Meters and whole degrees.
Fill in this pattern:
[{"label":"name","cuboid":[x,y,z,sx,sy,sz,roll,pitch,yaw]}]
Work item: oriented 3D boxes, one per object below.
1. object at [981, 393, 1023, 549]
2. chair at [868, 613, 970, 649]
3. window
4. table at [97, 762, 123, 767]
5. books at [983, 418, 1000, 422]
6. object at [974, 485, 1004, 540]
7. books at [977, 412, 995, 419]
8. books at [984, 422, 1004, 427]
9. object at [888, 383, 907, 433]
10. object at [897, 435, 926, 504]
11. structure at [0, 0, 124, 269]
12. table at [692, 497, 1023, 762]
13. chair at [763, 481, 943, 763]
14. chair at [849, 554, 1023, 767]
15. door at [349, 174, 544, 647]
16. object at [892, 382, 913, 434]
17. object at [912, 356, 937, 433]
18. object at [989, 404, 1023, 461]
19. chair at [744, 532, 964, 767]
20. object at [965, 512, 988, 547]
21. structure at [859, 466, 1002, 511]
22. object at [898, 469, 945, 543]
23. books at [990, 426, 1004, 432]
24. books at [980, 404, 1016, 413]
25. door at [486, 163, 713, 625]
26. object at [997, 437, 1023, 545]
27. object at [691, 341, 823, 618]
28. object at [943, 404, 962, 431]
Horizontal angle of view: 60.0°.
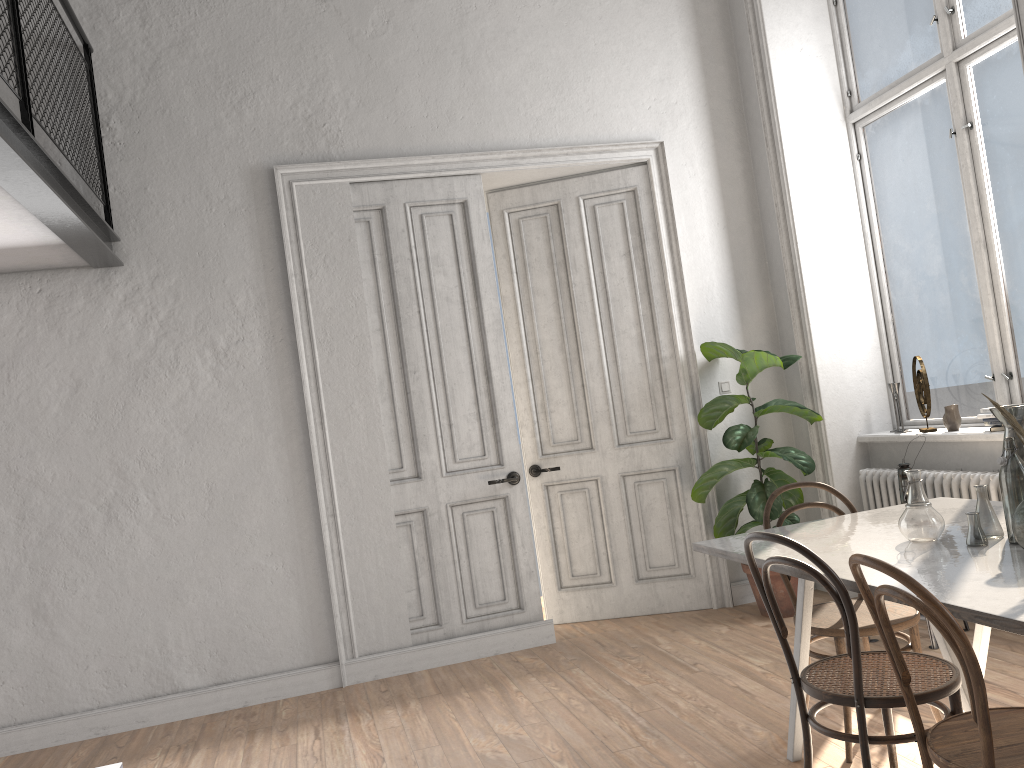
[{"label":"object","cuboid":[1.394,0.231,2.355,0.157,0.446,0.157,-8,-2,4]},{"label":"chair","cuboid":[1.958,0.980,4.368,0.360,0.522,0.364,-6,-3,-40]},{"label":"window","cuboid":[2.390,-1.243,4.623,0.013,2.842,1.623,-8,-2,-14]},{"label":"table","cuboid":[-1.567,1.463,2.403,0.849,0.392,0.849,-7,-2,-14]},{"label":"books","cuboid":[2.452,0.166,4.379,0.147,0.023,0.221,-8,-2,2]},{"label":"object","cuboid":[1.425,0.385,2.674,0.083,0.158,0.083,-7,-2,-18]},{"label":"books","cuboid":[2.438,0.147,4.375,0.155,0.020,0.205,-7,-2,-24]},{"label":"books","cuboid":[2.455,0.188,4.381,0.155,0.022,0.205,-8,-2,6]},{"label":"object","cuboid":[2.261,0.138,5.236,0.095,0.289,0.095,-9,-2,18]},{"label":"object","cuboid":[1.957,0.447,4.360,0.154,0.383,0.163,-6,-2,-40]},{"label":"structure","cuboid":[-3.494,-1.188,1.442,4.157,1.212,5.930,-7,-2,-14]},{"label":"table","cuboid":[1.515,0.833,2.378,1.100,0.779,2.201,-8,-2,-14]},{"label":"chair","cuboid":[1.256,0.838,3.321,0.438,0.920,0.549,-8,-2,-6]},{"label":"chair","cuboid":[1.118,0.805,2.003,0.549,0.920,0.438,-8,-2,-3]},{"label":"door","cuboid":[-0.524,0.203,5.179,1.096,2.813,0.216,-8,-2,-12]},{"label":"object","cuboid":[2.234,0.137,5.108,0.095,0.289,0.095,-8,-2,9]},{"label":"object","cuboid":[2.288,0.053,4.931,0.087,0.425,0.347,-9,-2,19]},{"label":"object","cuboid":[1.528,0.256,2.664,0.116,0.383,0.116,-8,-2,-3]},{"label":"chair","cuboid":[1.016,0.842,2.579,0.549,0.920,0.438,-7,-2,-18]},{"label":"object","cuboid":[1.353,0.423,2.591,0.058,0.094,0.058,-9,-2,14]},{"label":"structure","cuboid":[2.438,-1.145,2.786,0.340,4.472,5.184,-8,-2,-14]},{"label":"object","cuboid":[1.269,0.379,2.768,0.132,0.219,0.132,-7,-2,-25]},{"label":"books","cuboid":[2.460,0.210,4.387,0.147,0.023,0.221,-10,-3,35]},{"label":"books","cuboid":[2.458,0.118,4.362,0.174,0.019,0.244,-8,-2,-4]},{"label":"door","cuboid":[0.556,0.069,5.619,1.097,2.813,0.216,-8,-2,11]},{"label":"object","cuboid":[1.449,0.303,2.541,0.086,0.301,0.086,-7,-2,-28]},{"label":"object","cuboid":[1.810,0.267,2.676,0.792,1.842,5.830,-8,-2,-9]},{"label":"object","cuboid":[2.349,0.179,4.739,0.102,0.142,0.100,-6,-3,-39]}]
